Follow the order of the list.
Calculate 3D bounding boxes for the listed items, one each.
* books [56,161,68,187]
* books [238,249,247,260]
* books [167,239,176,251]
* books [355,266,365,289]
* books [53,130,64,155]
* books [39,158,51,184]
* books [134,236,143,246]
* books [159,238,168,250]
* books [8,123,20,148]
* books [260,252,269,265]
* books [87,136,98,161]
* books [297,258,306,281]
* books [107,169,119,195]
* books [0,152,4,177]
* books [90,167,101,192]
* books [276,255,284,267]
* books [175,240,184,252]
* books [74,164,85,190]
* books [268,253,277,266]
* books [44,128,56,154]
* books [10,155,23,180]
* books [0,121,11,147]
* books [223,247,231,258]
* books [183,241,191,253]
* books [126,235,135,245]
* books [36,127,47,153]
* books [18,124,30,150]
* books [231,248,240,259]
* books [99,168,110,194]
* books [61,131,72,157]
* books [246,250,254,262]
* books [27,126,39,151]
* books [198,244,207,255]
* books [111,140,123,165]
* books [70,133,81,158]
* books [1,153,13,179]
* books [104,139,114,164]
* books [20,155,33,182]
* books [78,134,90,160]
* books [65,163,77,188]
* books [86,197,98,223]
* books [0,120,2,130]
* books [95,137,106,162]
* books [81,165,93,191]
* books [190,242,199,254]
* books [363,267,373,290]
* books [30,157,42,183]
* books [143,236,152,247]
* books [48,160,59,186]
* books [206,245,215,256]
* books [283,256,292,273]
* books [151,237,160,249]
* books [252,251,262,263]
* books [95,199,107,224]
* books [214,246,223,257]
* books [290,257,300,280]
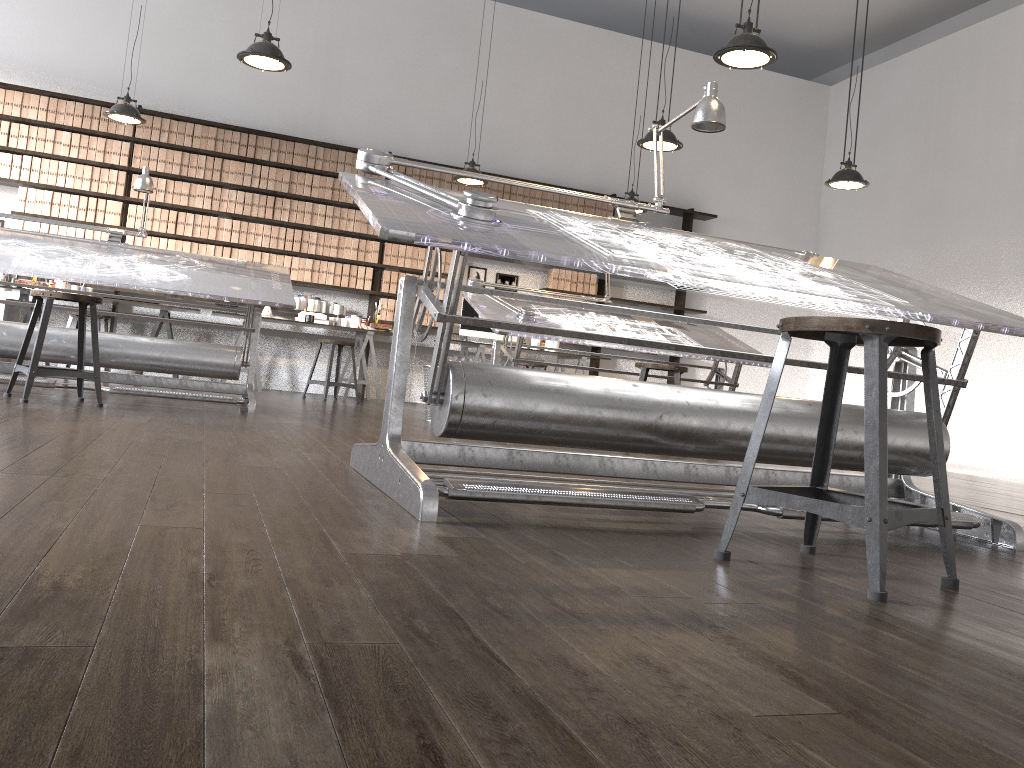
[{"bbox_3d":[-4.003,-1.856,7.901,0.067,0.226,0.174,7,-2,-19],"label":"books"},{"bbox_3d":[-2.565,-1.154,8.395,0.066,0.226,0.174,7,-2,-19],"label":"books"},{"bbox_3d":[-3.151,-1.215,8.191,0.066,0.226,0.174,7,-2,-19],"label":"books"},{"bbox_3d":[-1.508,-1.043,8.758,0.067,0.226,0.174,7,-2,-19],"label":"books"},{"bbox_3d":[-4.034,-2.129,7.898,0.066,0.226,0.174,7,-2,-19],"label":"books"},{"bbox_3d":[-4.136,-1.870,7.861,0.066,0.226,0.174,7,-2,-19],"label":"books"},{"bbox_3d":[-3.416,-1.243,8.099,0.066,0.226,0.174,7,-2,-19],"label":"books"},{"bbox_3d":[-3.218,-1.222,8.165,0.067,0.226,0.174,7,-2,-19],"label":"books"},{"bbox_3d":[-4.360,-2.163,7.786,0.066,0.226,0.174,7,-2,-19],"label":"books"},{"bbox_3d":[-2.370,-1.134,8.462,0.066,0.226,0.174,7,-2,-19],"label":"books"},{"bbox_3d":[-3.776,-2.102,7.989,0.066,0.226,0.174,7,-2,-19],"label":"books"},{"bbox_3d":[-2.046,-1.100,8.575,0.066,0.226,0.174,7,-2,-19],"label":"books"},{"bbox_3d":[-3.617,-1.816,8.035,0.066,0.226,0.174,7,-2,-19],"label":"books"},{"bbox_3d":[-4.470,-1.898,7.743,0.066,0.226,0.174,7,-2,-19],"label":"books"},{"bbox_3d":[-3.751,-1.830,7.993,0.066,0.226,0.174,7,-2,-19],"label":"books"},{"bbox_3d":[-2.239,-1.120,8.509,0.066,0.226,0.174,7,-2,-19],"label":"books"},{"bbox_3d":[-3.092,-1.209,8.213,0.066,0.226,0.174,7,-2,-19],"label":"books"},{"bbox_3d":[-3.877,-1.843,7.948,0.066,0.226,0.174,7,-2,-19],"label":"books"},{"bbox_3d":[-2.305,-1.127,8.488,0.066,0.226,0.174,7,-2,-19],"label":"books"},{"bbox_3d":[-4.095,-2.136,7.871,0.067,0.226,0.174,7,-2,-19],"label":"books"},{"bbox_3d":[-4.342,-1.885,7.783,0.067,0.226,0.174,7,-2,-19],"label":"books"},{"bbox_3d":[-4.428,-2.171,7.757,0.067,0.226,0.174,7,-2,-19],"label":"books"},{"bbox_3d":[-2.695,-1.168,8.347,0.067,0.226,0.174,7,-2,-19],"label":"books"},{"bbox_3d":[-3.028,-1.202,8.230,0.067,0.226,0.174,7,-2,-19],"label":"books"},{"bbox_3d":[-3.483,-1.250,8.072,0.066,0.226,0.174,7,-2,-19],"label":"books"},{"bbox_3d":[-4.160,-2.142,7.855,0.066,0.226,0.174,7,-2,-19],"label":"books"},{"bbox_3d":[-4.292,-2.156,7.805,0.066,0.226,0.174,7,-2,-19],"label":"books"},{"bbox_3d":[-2.627,-1.160,8.376,0.066,0.226,0.174,7,-2,-19],"label":"books"},{"bbox_3d":[-3.684,-1.823,8.016,0.066,0.226,0.174,7,-2,-19],"label":"books"},{"bbox_3d":[-3.974,-2.123,7.916,0.066,0.226,0.174,7,-2,-19],"label":"books"},{"bbox_3d":[-2.504,-1.148,8.411,0.067,0.226,0.174,7,-2,-19],"label":"books"},{"bbox_3d":[-4.226,-2.149,7.832,0.066,0.226,0.174,7,-2,-19],"label":"books"},{"bbox_3d":[-2.900,-1.189,8.281,0.066,0.226,0.174,7,-2,-19],"label":"books"},{"bbox_3d":[-3.587,-2.082,8.050,0.066,0.226,0.174,7,-2,-19],"label":"books"},{"bbox_3d":[-3.905,-2.116,7.938,0.067,0.226,0.174,7,-2,-19],"label":"books"},{"bbox_3d":[-4.410,-1.892,7.762,0.066,0.226,0.174,7,-2,-19],"label":"books"},{"bbox_3d":[-3.647,-2.089,8.032,0.066,0.226,0.174,7,-2,-19],"label":"books"},{"bbox_3d":[-4.267,-1.884,7.808,0.066,0.226,0.174,7,-2,-19],"label":"books"},{"bbox_3d":[-3.841,-2.109,7.965,0.066,0.226,0.174,7,-2,-19],"label":"books"},{"bbox_3d":[-3.935,-1.849,7.926,0.066,0.226,0.174,7,-2,-19],"label":"books"},{"bbox_3d":[-3.776,-1.553,7.976,0.067,0.226,0.174,7,-2,-19],"label":"books"},{"bbox_3d":[-4.500,-2.178,7.738,0.066,0.226,0.174,7,-2,-19],"label":"books"},{"bbox_3d":[-3.708,-2.095,8.005,0.067,0.226,0.174,7,-2,-19],"label":"books"},{"bbox_3d":[-3.812,-1.836,7.966,0.067,0.226,0.174,7,-2,-19],"label":"books"},{"bbox_3d":[-2.967,-1.196,8.258,0.066,0.226,0.174,7,-2,-19],"label":"books"},{"bbox_3d":[-1.436,-1.036,8.785,0.066,0.226,0.174,7,-2,-19],"label":"books"},{"bbox_3d":[-4.200,-1.877,7.835,0.066,0.226,0.174,7,-2,-19],"label":"books"},{"bbox_3d":[-3.352,-1.236,8.125,0.066,0.226,0.174,7,-2,-19],"label":"books"},{"bbox_3d":[-4.070,-1.863,7.882,0.066,0.226,0.174,7,-2,-19],"label":"books"},{"bbox_3d":[-2.833,-1.182,8.300,0.066,0.226,0.174,7,-2,-19],"label":"books"},{"bbox_3d":[-2.172,-1.113,8.528,0.067,0.226,0.174,7,-2,-19],"label":"books"},{"bbox_3d":[-3.286,-1.229,8.146,0.066,0.226,0.174,7,-2,-19],"label":"books"},{"bbox_3d":[-2.436,-1.141,8.435,0.066,0.226,0.174,7,-2,-19],"label":"books"},{"bbox_3d":[-3.708,-1.546,8.005,0.066,0.226,0.174,7,-2,-19],"label":"books"},{"bbox_3d":[-2.767,-1.175,8.327,0.066,0.226,0.174,7,-2,-19],"label":"books"},{"bbox_3d":[-2.105,-1.106,8.553,0.066,0.226,0.174,7,-2,-19],"label":"books"}]
